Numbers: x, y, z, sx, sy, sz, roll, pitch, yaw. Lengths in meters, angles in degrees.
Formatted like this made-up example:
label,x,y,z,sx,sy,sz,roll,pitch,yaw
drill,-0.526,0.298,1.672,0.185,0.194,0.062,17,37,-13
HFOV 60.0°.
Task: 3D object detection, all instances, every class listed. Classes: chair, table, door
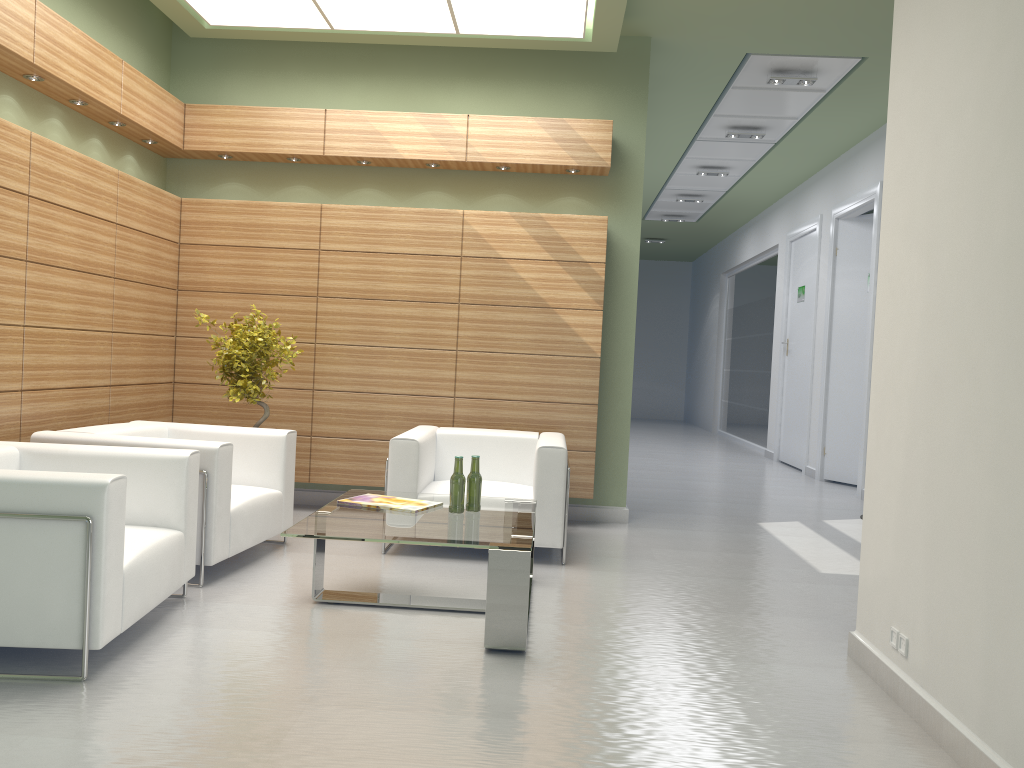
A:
label,x,y,z,sx,sy,sz,roll,pitch,yaw
chair,-3.248,1.062,8.554,1.769,1.234,1.894,3,2,8
table,-0.720,1.442,7.321,1.783,0.742,2.197,3,2,3
door,6.736,-0.629,16.384,0.134,5.083,2.089,2,2,-27
door,6.297,-0.737,19.611,0.250,5.083,2.089,3,2,3
chair,-3.370,1.117,6.233,1.802,1.234,1.894,3,2,-2
chair,-0.335,1.174,9.868,1.894,1.234,1.802,3,2,3

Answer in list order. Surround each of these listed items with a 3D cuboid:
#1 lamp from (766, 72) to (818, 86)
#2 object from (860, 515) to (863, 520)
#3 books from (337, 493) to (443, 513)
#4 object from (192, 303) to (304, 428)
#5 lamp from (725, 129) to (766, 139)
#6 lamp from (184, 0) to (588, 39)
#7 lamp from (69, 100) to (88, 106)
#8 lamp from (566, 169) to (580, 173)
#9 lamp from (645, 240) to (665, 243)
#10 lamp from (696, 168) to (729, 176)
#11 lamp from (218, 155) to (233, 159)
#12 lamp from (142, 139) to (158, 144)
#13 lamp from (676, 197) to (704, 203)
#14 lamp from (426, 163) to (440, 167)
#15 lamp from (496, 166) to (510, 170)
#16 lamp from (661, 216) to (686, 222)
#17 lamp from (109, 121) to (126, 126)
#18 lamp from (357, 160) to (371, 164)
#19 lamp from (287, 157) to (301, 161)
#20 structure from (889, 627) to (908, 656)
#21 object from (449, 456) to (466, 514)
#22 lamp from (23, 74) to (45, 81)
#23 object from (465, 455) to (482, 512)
label,x,y,z,sx,sy,sz,roll,pitch,yaw
lamp,4.005,-4.390,12.705,0.657,0.159,0.286,3,2,3
object,3.002,1.513,7.054,0.483,1.027,0.482,2,2,-26
books,-1.051,1.030,7.678,0.762,0.025,0.508,4,2,23
object,-3.098,0.351,10.166,1.201,2.565,1.116,2,2,-29
lamp,4.143,-4.465,15.753,0.657,0.159,0.286,3,2,3
lamp,-1.516,-4.357,8.199,4.571,0.325,5.060,3,2,3
lamp,-4.496,-2.945,9.201,0.181,0.074,0.181,3,2,-14
lamp,0.773,-2.734,11.267,0.181,0.074,0.181,3,2,-3
lamp,4.766,-4.800,29.569,0.657,0.159,0.286,3,2,3
lamp,4.287,-4.542,18.937,0.657,0.159,0.286,3,2,3
lamp,-3.704,-2.965,11.464,0.181,0.074,0.181,3,2,-3
lamp,-4.422,-2.985,10.828,0.181,0.074,0.181,3,2,-14
lamp,4.428,-4.618,22.067,0.657,0.159,0.286,3,2,3
lamp,-1.011,-2.826,11.345,0.181,0.074,0.181,3,2,-3
lamp,-0.110,-2.779,11.306,0.181,0.074,0.181,2,2,-37
lamp,4.565,-4.692,25.110,0.657,0.159,0.286,3,2,3
lamp,-4.459,-2.965,10.021,0.181,0.074,0.181,2,2,-26
lamp,-1.900,-2.872,11.384,0.181,0.074,0.181,2,2,-37
lamp,-2.808,-2.919,11.424,0.181,0.074,0.181,3,2,-3
structure,2.506,1.666,5.743,0.017,0.118,0.262,3,2,3
object,-0.455,0.842,7.425,0.131,0.475,0.131,2,2,-33
lamp,-4.532,-2.926,8.404,0.181,0.074,0.181,3,2,-14
object,-0.320,0.845,7.540,0.131,0.475,0.131,2,2,-33
